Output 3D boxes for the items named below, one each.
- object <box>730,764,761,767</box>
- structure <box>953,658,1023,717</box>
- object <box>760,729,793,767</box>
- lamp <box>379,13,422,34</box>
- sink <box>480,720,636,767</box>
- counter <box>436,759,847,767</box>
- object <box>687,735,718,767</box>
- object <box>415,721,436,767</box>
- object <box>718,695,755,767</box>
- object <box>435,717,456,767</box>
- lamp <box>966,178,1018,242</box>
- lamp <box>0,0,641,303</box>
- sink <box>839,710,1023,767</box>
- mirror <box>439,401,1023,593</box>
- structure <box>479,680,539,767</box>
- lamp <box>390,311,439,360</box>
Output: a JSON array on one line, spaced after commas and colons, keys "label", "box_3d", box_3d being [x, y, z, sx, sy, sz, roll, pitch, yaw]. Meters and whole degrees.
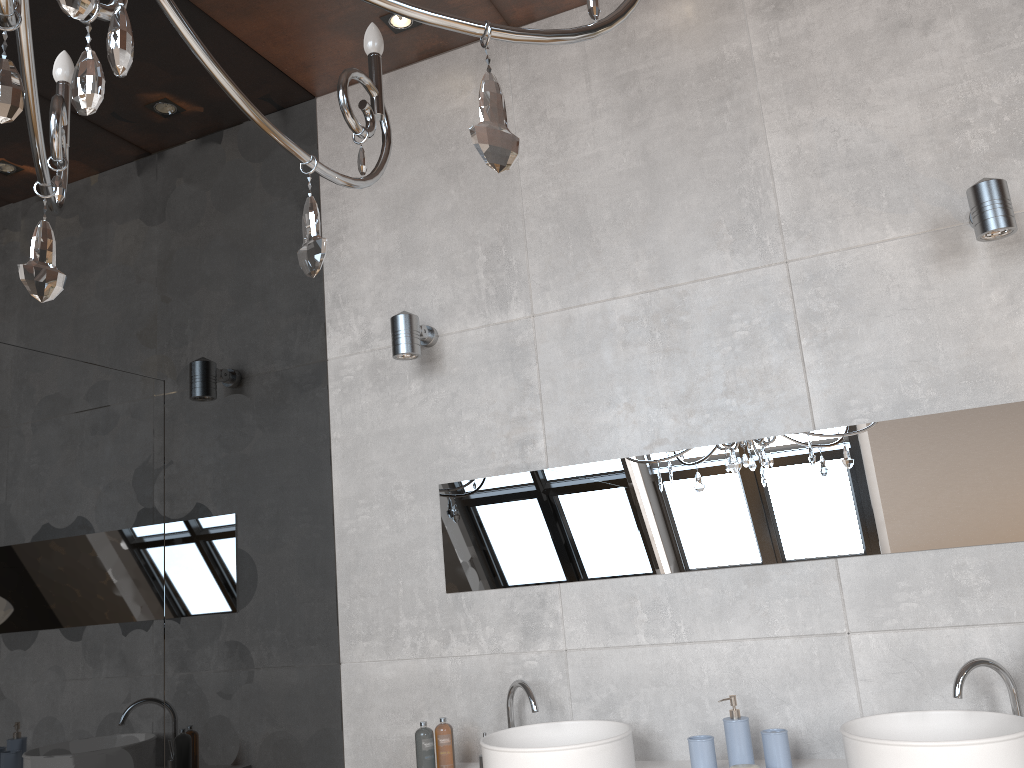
[{"label": "object", "box_3d": [0.607, 1.012, 2.309, 0.084, 0.035, 0.067, -11, -14, 24]}, {"label": "structure", "box_3d": [1.250, 0.830, 2.250, 0.242, 0.268, 0.141, -9, -13, 17]}, {"label": "object", "box_3d": [0.718, 0.997, 2.403, 0.075, 0.108, 0.075, -17, -17, 42]}, {"label": "lamp", "box_3d": [-0.407, -1.339, 3.249, 0.115, 0.027, 0.113, -10, -14, 22]}, {"label": "sink", "box_3d": [0.133, 1.073, 2.556, 0.445, 0.128, 0.442, -6, -13, 4]}, {"label": "counter", "box_3d": [0.630, 1.422, 2.269, 2.011, 0.765, 0.630, -10, -14, 22]}, {"label": "object", "box_3d": [0.518, 1.015, 2.402, 0.075, 0.108, 0.075, 3, -15, -31]}, {"label": "object", "box_3d": [-0.265, 1.123, 2.711, 0.058, 0.172, 0.058, -5, -13, 1]}, {"label": "object", "box_3d": [0.626, 0.970, 2.461, 0.076, 0.201, 0.076, -9, -13, 15]}, {"label": "object", "box_3d": [-0.209, 1.130, 2.762, 0.058, 0.172, 0.058, -7, -13, 8]}, {"label": "lamp", "box_3d": [1.333, -0.473, 2.482, 0.101, 0.168, 0.243, -10, -14, 22]}, {"label": "lamp", "box_3d": [-0.563, -1.014, 0.995, 1.409, 1.594, 1.409, 7, -18, -44]}, {"label": "sink", "box_3d": [1.049, 0.905, 2.182, 0.442, 0.128, 0.445, -2, -13, -13]}, {"label": "mirror", "box_3d": [0.597, 0.385, 2.759, 1.838, 0.377, 0.007, -10, -14, 22]}, {"label": "structure", "box_3d": [0.008, 1.059, 2.758, 0.242, 0.268, 0.141, -12, -14, 27]}, {"label": "lamp", "box_3d": [-0.344, -0.164, 3.168, 0.101, 0.168, 0.243, -10, -14, 22]}]
